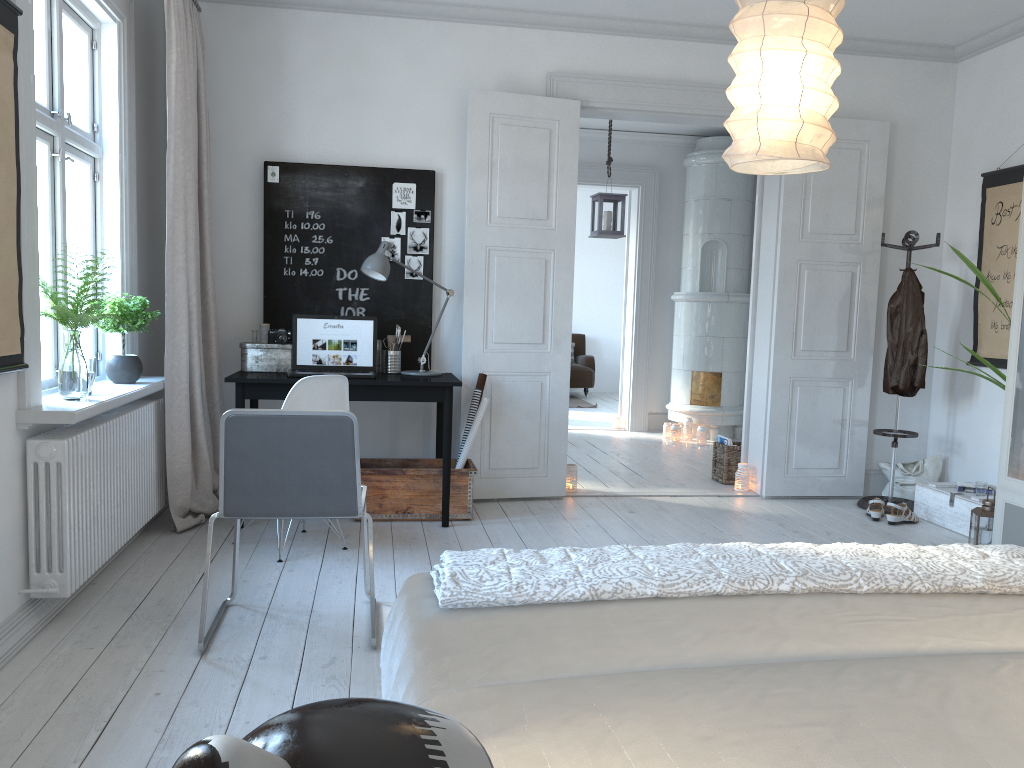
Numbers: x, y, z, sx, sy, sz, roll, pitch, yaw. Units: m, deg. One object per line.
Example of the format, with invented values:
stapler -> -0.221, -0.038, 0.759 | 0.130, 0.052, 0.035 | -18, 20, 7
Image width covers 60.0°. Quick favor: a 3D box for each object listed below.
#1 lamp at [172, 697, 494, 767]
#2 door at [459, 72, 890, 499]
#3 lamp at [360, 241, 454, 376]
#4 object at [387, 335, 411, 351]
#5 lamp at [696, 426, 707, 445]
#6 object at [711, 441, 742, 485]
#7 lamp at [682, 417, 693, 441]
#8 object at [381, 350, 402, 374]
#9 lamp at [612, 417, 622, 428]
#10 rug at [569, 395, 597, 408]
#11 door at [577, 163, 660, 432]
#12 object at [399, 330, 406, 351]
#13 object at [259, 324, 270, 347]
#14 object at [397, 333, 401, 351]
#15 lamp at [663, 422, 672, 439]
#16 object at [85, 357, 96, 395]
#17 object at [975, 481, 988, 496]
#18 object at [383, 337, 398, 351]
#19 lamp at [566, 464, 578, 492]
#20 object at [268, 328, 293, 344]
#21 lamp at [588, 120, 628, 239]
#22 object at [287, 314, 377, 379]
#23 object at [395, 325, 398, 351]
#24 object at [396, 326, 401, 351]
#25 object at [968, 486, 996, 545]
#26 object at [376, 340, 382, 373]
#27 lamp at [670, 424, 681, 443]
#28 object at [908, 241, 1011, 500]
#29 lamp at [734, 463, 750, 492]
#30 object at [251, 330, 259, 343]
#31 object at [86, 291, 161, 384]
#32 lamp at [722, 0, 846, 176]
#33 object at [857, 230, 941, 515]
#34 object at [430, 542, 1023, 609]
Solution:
lamp -> -0.331, 0.634, 0.248 | 0.800, 0.938, 0.449 | -1, 6, -27
door -> 0.963, -0.551, 5.518 | 2.599, 2.510, 0.576 | 1, 6, -9
lamp -> -0.566, -0.406, 4.848 | 0.616, 0.717, 0.229 | -2, 7, -38
object -> -0.632, -0.169, 4.985 | 0.138, 0.209, 0.034 | -1, 6, -29
lamp -> 1.675, 0.453, 7.821 | 0.089, 0.166, 0.089 | 1, 6, -10
object -> 1.551, 0.542, 6.119 | 0.270, 0.265, 0.223 | 1, 5, -9
lamp -> 1.596, 0.409, 8.054 | 0.098, 0.210, 0.098 | 1, 6, -4
object -> -0.671, -0.122, 4.929 | 0.108, 0.129, 0.108 | 2, 5, 6
lamp -> 1.034, 0.379, 8.702 | 0.093, 0.110, 0.093 | 3, 5, 8
rug -> 0.092, 0.181, 11.179 | 1.710, 0.055, 1.453 | 1, 5, -8
door -> 0.505, -0.811, 8.481 | 2.599, 2.510, 0.576 | 1, 6, -9
object -> -0.629, -0.179, 4.930 | 0.084, 0.240, 0.009 | -2, 7, -32
object -> -1.337, -0.258, 4.772 | 0.056, 0.130, 0.167 | 1, 5, -10
object -> -0.641, -0.171, 4.934 | 0.009, 0.222, 0.082 | 4, 6, 20
lamp -> 1.425, 0.429, 8.130 | 0.084, 0.147, 0.084 | 1, 6, -4
object -> -1.654, -0.030, 3.415 | 0.097, 0.146, 0.097 | 1, 5, -3
object -> 2.536, 0.572, 4.794 | 0.060, 0.082, 0.060 | -3, 7, -44
object -> -0.682, -0.163, 4.934 | 0.081, 0.199, 0.050 | 3, 6, 16
lamp -> 0.365, 0.589, 5.559 | 0.089, 0.167, 0.089 | 0, 6, -16
object -> -1.233, -0.256, 4.719 | 0.137, 0.087, 0.073 | 1, 5, -9
lamp -> 0.754, -2.001, 6.697 | 0.228, 1.765, 0.228 | 1, 6, -12
object -> -0.926, -0.196, 4.604 | 0.445, 0.316, 0.325 | 1, 5, -9
object -> -0.649, -0.197, 4.940 | 0.008, 0.268, 0.060 | 3, 6, 8
object -> -0.645, -0.193, 4.941 | 0.012, 0.264, 0.062 | 6, 7, 33
object -> 2.309, 0.677, 4.296 | 0.132, 0.352, 0.137 | 3, 6, 13
object -> -0.769, -0.154, 4.983 | 0.079, 0.188, 0.078 | -1, 6, -30
lamp -> 1.460, 0.439, 7.902 | 0.089, 0.166, 0.089 | 1, 6, -7
object -> 2.481, 0.066, 4.398 | 1.043, 1.557, 0.288 | 4, 6, 21
lamp -> 1.492, 0.605, 5.746 | 0.093, 0.180, 0.092 | -1, 6, -26
object -> -1.401, -0.261, 4.828 | 0.040, 0.069, 0.039 | 0, 6, -21
object -> -1.731, -0.207, 3.929 | 0.271, 0.408, 0.309 | 7, 7, 41
lamp -> 0.839, -1.278, 2.681 | 0.338, 1.233, 0.340 | 4, 6, 22
object -> 2.334, -0.069, 5.332 | 0.374, 1.661, 0.374 | 2, 6, -1
object -> 0.550, 0.419, 2.012 | 1.460, 0.104, 0.404 | 1, 5, -9
